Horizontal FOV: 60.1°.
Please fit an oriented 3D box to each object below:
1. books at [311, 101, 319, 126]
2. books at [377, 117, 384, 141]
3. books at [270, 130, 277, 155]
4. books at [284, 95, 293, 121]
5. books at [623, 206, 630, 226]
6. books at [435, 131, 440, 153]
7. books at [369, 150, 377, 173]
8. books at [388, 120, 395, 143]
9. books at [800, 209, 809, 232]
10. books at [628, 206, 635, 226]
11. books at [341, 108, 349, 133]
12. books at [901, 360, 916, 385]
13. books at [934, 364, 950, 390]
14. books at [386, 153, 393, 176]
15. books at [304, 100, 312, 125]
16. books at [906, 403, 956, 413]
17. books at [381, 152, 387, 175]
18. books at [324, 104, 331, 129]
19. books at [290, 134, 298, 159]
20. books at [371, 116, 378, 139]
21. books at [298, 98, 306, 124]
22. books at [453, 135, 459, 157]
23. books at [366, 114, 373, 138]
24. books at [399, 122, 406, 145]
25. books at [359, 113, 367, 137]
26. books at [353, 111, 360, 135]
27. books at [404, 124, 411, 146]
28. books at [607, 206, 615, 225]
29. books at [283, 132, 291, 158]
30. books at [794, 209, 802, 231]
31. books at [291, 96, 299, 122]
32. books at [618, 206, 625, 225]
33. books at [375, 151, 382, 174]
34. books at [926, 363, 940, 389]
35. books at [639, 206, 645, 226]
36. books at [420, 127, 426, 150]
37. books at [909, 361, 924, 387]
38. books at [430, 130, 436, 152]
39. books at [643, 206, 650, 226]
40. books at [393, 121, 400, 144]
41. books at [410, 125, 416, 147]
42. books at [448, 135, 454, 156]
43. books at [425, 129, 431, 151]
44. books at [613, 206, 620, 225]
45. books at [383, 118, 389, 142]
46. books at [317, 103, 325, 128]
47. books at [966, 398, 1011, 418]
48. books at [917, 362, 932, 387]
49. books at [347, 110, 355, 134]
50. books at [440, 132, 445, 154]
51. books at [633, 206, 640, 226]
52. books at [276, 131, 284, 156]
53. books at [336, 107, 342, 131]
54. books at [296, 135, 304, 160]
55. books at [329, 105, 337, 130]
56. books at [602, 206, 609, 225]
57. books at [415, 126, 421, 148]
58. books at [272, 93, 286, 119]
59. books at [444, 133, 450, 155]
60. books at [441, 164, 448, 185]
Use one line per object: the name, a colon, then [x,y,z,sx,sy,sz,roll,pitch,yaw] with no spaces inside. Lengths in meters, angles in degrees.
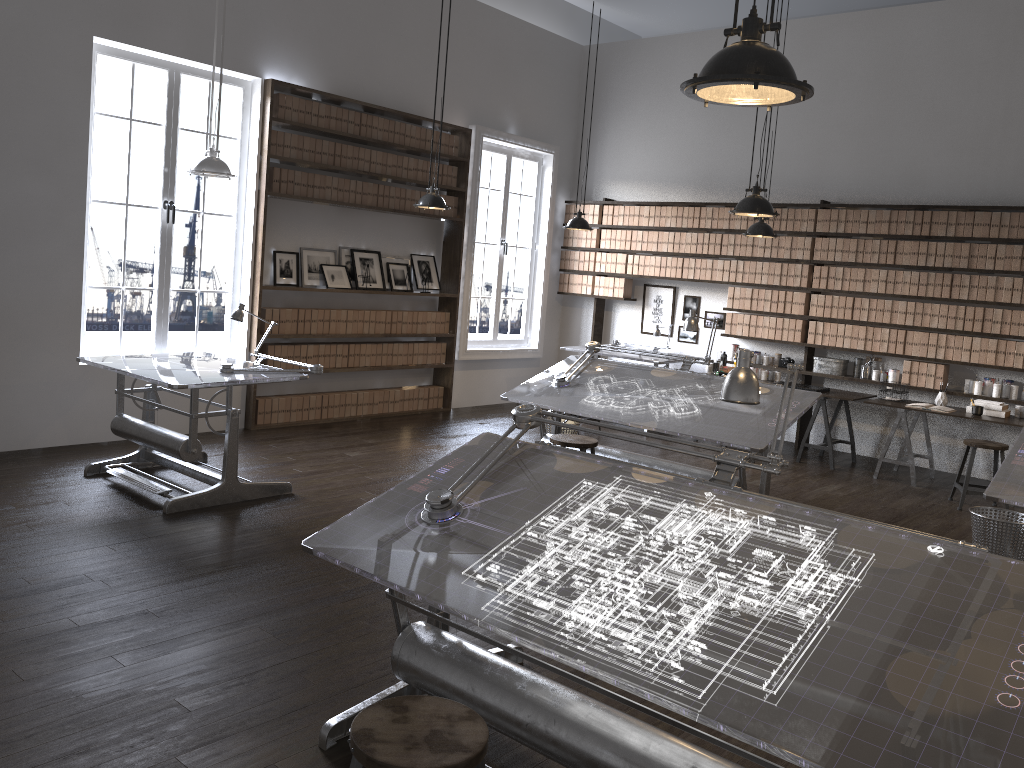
books: [-1.821,-2.417,7.957,0.175,0.225,0.067,9,6,40]
books: [-1.324,-2.453,8.544,0.175,0.225,0.067,9,6,40]
books: [-2.119,-2.083,7.668,0.175,0.225,0.067,9,6,40]
books: [-2.002,-2.404,7.740,0.175,0.225,0.067,9,6,40]
books: [1.358,-1.918,10.142,0.067,0.225,0.174,8,7,40]
books: [-0.828,-2.488,9.130,0.175,0.224,0.067,9,6,40]
books: [-1.390,-2.134,8.518,0.175,0.225,0.067,9,6,40]
books: [-1.235,-2.459,8.652,0.175,0.225,0.067,9,6,40]
books: [2.938,-1.618,8.797,0.067,0.225,0.174,8,7,40]
books: [1.412,-1.907,10.096,0.067,0.225,0.174,8,7,40]
books: [-1.604,-2.433,8.219,0.175,0.225,0.067,9,6,40]
books: [3.671,-0.105,8.183,0.067,0.225,0.174,8,7,40]
books: [3.887,-0.066,8.007,0.067,0.225,0.174,8,7,40]
books: [-1.258,-2.143,8.671,0.175,0.225,0.067,9,6,40]
books: [-1.869,-2.414,7.905,0.175,0.225,0.067,9,6,40]
books: [3.595,0.198,7.601,0.356,0.029,0.256,11,10,40]
books: [-1.305,-2.141,8.623,0.175,0.224,0.067,9,6,40]
books: [-1.736,-2.424,8.062,0.175,0.224,0.067,9,6,40]
books: [-1.979,-2.092,7.828,0.175,0.224,0.067,9,6,40]
books: [-1.368,-2.449,8.487,0.175,0.225,0.067,9,6,40]
books: [-1.916,-2.411,7.854,0.175,0.225,0.067,9,6,40]
books: [-0.647,-2.501,9.338,0.175,0.225,0.067,9,6,40]
books: [-1.416,-2.447,8.441,0.175,0.224,0.067,9,6,40]
books: [-1.141,-2.465,8.754,0.175,0.225,0.067,9,6,40]
books: [-1.460,-2.443,8.381,0.175,0.225,0.067,9,6,40]
books: [-1.512,-2.440,8.328,0.175,0.225,0.067,9,6,40]
books: [-1.095,-2.468,8.809,0.175,0.225,0.067,9,6,40]
books: [1.191,-1.948,10.277,0.067,0.225,0.174,8,7,40]
books: [-2.024,-2.089,7.771,0.175,0.225,0.067,9,6,40]
books: [2.888,-1.629,8.845,0.067,0.225,0.174,8,7,40]
books: [-1.958,-2.407,7.798,0.175,0.225,0.067,9,6,40]
books: [1.302,-1.927,10.184,0.067,0.225,0.174,8,7,40]
books: [-1.344,-2.137,8.574,0.175,0.224,0.067,9,6,40]
books: [3.830,-0.076,8.050,0.067,0.225,0.174,8,7,40]
books: [1.513,-1.888,10.009,0.067,0.224,0.174,8,7,40]
books: [-0.961,-2.479,8.974,0.175,0.225,0.067,9,6,40]
books: [3.726,-0.096,8.144,0.067,0.225,0.174,8,7,40]
books: [-0.867,-2.485,9.081,0.175,0.224,0.067,9,6,40]
books: [1.559,-1.879,9.967,0.067,0.224,0.174,8,7,40]
books: [-1.186,-2.463,8.708,0.175,0.224,0.067,9,6,40]
books: [-1.050,-2.472,8.866,0.175,0.225,0.067,9,6,40]
books: [-0.696,-2.498,9.287,0.175,0.225,0.067,9,6,40]
books: [-0.913,-2.482,9.025,0.175,0.225,0.067,9,6,40]
books: [1.251,-1.938,10.233,0.067,0.225,0.174,8,7,40]
books: [-1.281,-2.456,8.600,0.175,0.225,0.067,9,6,40]
books: [-1.775,-2.420,8.013,0.175,0.224,0.067,9,6,40]
books: [4.015,0.192,7.476,0.295,0.147,0.385,10,9,40]
books: [3.780,-0.086,8.098,0.067,0.225,0.174,8,7,40]
books: [-1.555,-2.436,8.270,0.175,0.225,0.067,9,6,40]
books: [-0.781,-2.491,9.178,0.175,0.225,0.067,9,6,40]
books: [1.459,-1.897,10.048,0.067,0.225,0.174,8,7,40]
books: [-2.072,-2.086,7.720,0.175,0.225,0.067,9,6,40]
books: [-1.650,-2.430,8.165,0.175,0.225,0.067,9,6,40]
books: [-1.939,-2.096,7.877,0.175,0.224,0.067,9,6,40]
books: [-1.689,-2.426,8.110,0.175,0.225,0.067,9,6,40]
books: [1.138,-1.959,10.329,0.067,0.224,0.174,8,7,40]
books: [-1.008,-2.476,8.922,0.175,0.225,0.067,9,6,40]
books: [-2.049,-2.400,7.685,0.175,0.225,0.067,9,6,40]
books: [-0.742,-2.495,9.233,0.175,0.225,0.067,9,6,40]
books: [-0.762,-2.179,9.256,0.175,0.225,0.067,9,6,40]
